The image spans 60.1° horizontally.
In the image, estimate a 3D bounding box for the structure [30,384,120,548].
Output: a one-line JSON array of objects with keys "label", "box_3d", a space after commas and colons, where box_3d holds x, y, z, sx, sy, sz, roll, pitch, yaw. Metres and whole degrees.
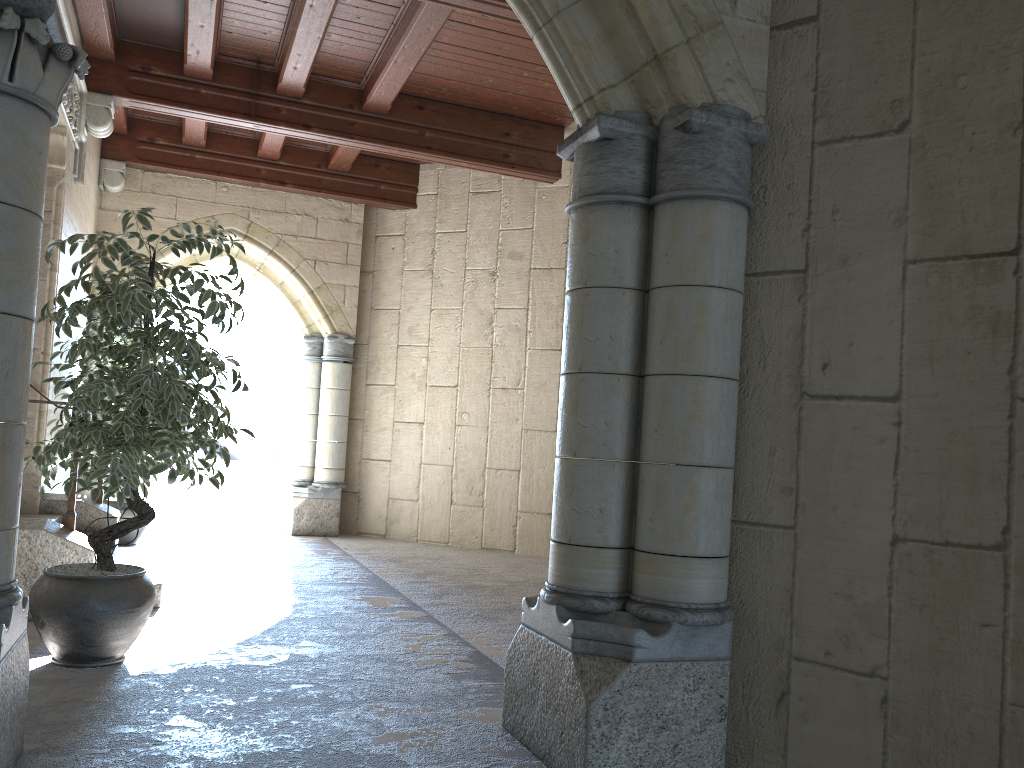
[{"label": "structure", "box_3d": [-2.758, 0.424, 5.172, 0.889, 1.259, 0.473, 5, -2, -21]}]

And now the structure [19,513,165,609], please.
[{"label": "structure", "box_3d": [-3.044, 0.567, 4.299, 2.576, 0.808, 1.463, 5, -4, -21]}]

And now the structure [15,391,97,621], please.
[{"label": "structure", "box_3d": [-2.258, 0.354, 3.853, 0.889, 1.259, 0.477, 5, -2, -21]}]

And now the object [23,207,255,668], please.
[{"label": "object", "box_3d": [-1.373, 0.183, 3.241, 0.786, 1.615, 0.753, 3, -2, 11]}]

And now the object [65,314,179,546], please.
[{"label": "object", "box_3d": [-2.749, 0.333, 6.301, 0.788, 1.615, 0.751, 5, -2, -24]}]
